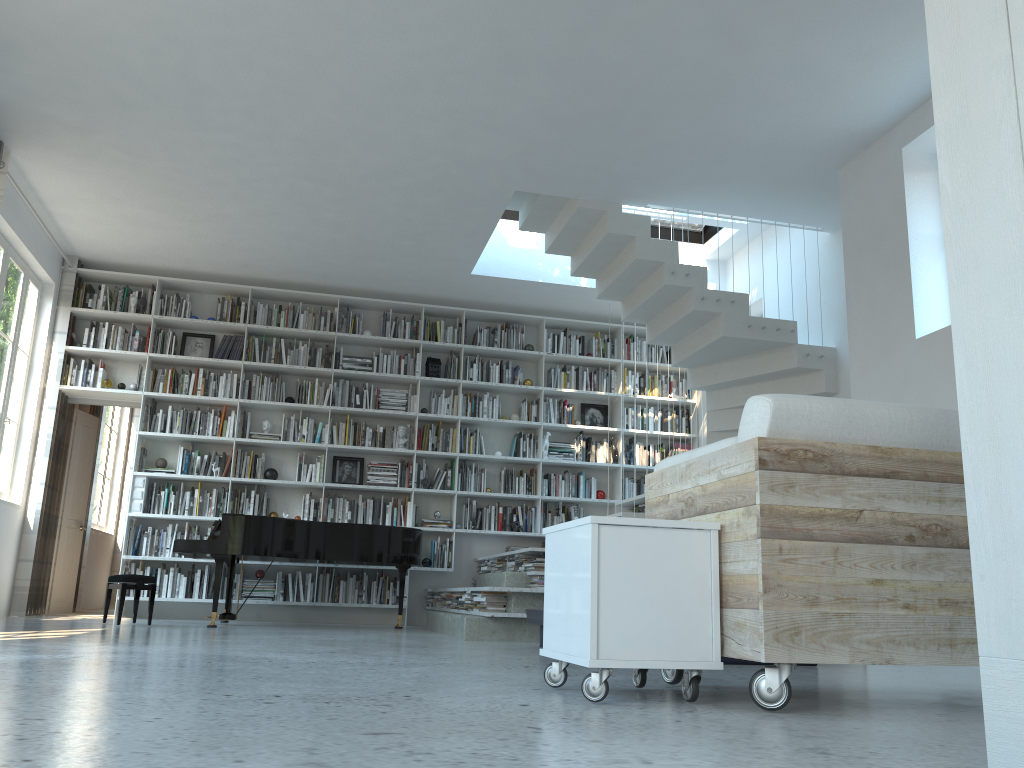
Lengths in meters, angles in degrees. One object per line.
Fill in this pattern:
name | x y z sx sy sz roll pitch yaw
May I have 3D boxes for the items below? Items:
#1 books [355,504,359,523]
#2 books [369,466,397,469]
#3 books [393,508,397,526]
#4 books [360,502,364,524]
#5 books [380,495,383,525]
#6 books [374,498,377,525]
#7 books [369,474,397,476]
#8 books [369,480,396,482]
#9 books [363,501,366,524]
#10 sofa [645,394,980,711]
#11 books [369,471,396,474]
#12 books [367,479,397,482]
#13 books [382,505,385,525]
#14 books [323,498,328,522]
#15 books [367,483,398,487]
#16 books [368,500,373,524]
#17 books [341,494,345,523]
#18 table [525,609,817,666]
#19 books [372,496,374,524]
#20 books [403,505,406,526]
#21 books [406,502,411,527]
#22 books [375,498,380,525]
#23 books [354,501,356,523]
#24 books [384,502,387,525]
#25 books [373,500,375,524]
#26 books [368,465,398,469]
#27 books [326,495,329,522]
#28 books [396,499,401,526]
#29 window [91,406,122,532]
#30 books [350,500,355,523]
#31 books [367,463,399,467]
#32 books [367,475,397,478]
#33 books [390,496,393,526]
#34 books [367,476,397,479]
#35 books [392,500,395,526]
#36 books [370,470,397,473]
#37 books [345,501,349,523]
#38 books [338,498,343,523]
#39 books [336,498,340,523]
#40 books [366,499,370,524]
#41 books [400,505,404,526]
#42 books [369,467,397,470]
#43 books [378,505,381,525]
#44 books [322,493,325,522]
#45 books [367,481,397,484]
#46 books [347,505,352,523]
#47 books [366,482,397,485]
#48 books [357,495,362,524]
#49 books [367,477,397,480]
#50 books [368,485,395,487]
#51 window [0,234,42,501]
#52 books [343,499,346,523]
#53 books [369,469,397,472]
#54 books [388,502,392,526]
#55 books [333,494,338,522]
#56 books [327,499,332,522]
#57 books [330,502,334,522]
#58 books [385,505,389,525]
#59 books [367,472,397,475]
books | -1.491 1.257 8.489 0.023 0.196 0.165 5 -14 -12
books | -1.262 0.826 8.654 0.254 0.012 0.161 6 -14 -16
books | -1.137 1.294 8.565 0.023 0.182 0.169 5 -14 -12
books | -1.447 1.255 8.524 0.025 0.220 0.140 5 -14 -12
books | -1.264 1.230 8.558 0.012 0.296 0.178 5 -14 -12
books | -1.323 1.243 8.543 0.010 0.261 0.181 5 -14 -12
books | -1.263 0.896 8.636 0.254 0.012 0.161 6 -14 -17
books | -1.266 0.954 8.622 0.254 0.012 0.161 6 -14 -17
books | -1.419 1.248 8.524 0.031 0.236 0.159 5 -14 -12
sofa | 1.606 0.590 2.920 2.195 0.852 0.873 5 -14 -12
books | -1.264 0.874 8.645 0.254 0.012 0.161 4 -14 -9
books | -1.268 0.945 8.636 0.285 0.012 0.160 5 -14 -12
books | -1.247 1.274 8.549 0.024 0.206 0.183 5 -14 -12
books | -1.781 1.214 8.449 0.029 0.243 0.154 5 -14 -12
books | -1.267 0.989 8.614 0.285 0.012 0.160 6 -14 -17
books | -1.364 1.245 8.526 0.026 0.244 0.191 5 -14 -12
books | -1.620 1.205 8.474 0.013 0.281 0.166 5 -14 -12
table | 0.836 1.343 4.744 1.270 0.217 1.261 5 -14 -12
books | -1.349 1.233 8.557 0.014 0.285 0.135 5 -13 -12
books | -1.043 1.287 8.591 0.011 0.216 0.166 5 -14 -12
books | -1.009 1.274 8.596 0.033 0.245 0.176 5 -14 -12
books | -1.303 1.241 8.541 0.028 0.264 0.162 5 -14 -12
books | -1.511 1.242 8.501 0.013 0.229 0.139 5 -14 -12
books | -1.230 1.265 8.567 0.014 0.234 0.154 5 -14 -12
books | -1.336 1.249 8.550 0.011 0.251 0.158 5 -14 -12
books | -1.262 0.815 8.661 0.285 0.012 0.160 4 -14 -10
books | -1.759 1.199 8.450 0.011 0.274 0.146 5 -14 -12
books | -1.104 1.257 8.594 0.026 0.271 0.175 5 -14 -12
window | -4.930 0.731 10.599 0.073 2.003 1.988 5 -14 -12
books | -1.529 1.235 8.488 0.029 0.237 0.166 5 -14 -12
books | -1.260 0.802 8.657 0.285 0.012 0.160 6 -14 -17
books | -1.264 0.908 8.632 0.285 0.012 0.160 4 -14 -8
books | -1.170 1.242 8.586 0.014 0.293 0.137 5 -13 -12
books | -1.266 0.921 8.636 0.285 0.012 0.160 4 -14 -10
books | -1.159 1.263 8.592 0.014 0.255 0.145 5 -14 -12
books | -1.263 0.862 8.648 0.254 0.012 0.161 6 -14 -15
books | -1.582 1.239 8.471 0.023 0.217 0.175 5 -14 -12
books | -1.641 1.222 8.468 0.027 0.245 0.179 5 -14 -12
books | -1.669 1.223 8.480 0.024 0.247 0.132 5 -14 -12
books | -1.395 1.245 8.547 0.025 0.254 0.136 5 -14 -12
books | -1.069 1.286 8.584 0.042 0.211 0.169 5 -14 -12
books | -1.263 0.838 8.653 0.254 0.012 0.161 6 -14 -15
books | -1.284 1.277 8.553 0.021 0.202 0.128 5 -14 -12
books | -1.801 1.193 8.452 0.012 0.284 0.160 5 -14 -12
books | -1.266 0.965 8.619 0.285 0.012 0.160 4 -14 -8
books | -1.556 1.257 8.469 0.029 0.183 0.175 5 -14 -12
books | -1.269 0.979 8.625 0.285 0.012 0.160 5 -14 -13
books | -1.468 1.216 8.518 0.026 0.291 0.152 5 -14 -12
books | -1.267 0.933 8.636 0.285 0.012 0.160 5 -14 -11
books | -1.269 1.002 8.618 0.254 0.012 0.161 4 -14 -10
window | -4.025 -0.160 6.828 0.073 2.003 1.988 5 -14 -12
books | -1.608 1.229 8.491 0.021 0.244 0.142 5 -14 -12
books | -1.263 0.850 8.649 0.254 0.012 0.161 6 -14 -16
books | -1.187 1.266 8.564 0.023 0.234 0.175 5 -14 -12
books | -1.695 1.201 8.485 0.027 0.290 0.141 5 -13 -12
books | -1.739 1.218 8.440 0.027 0.233 0.168 5 -14 -12
books | -1.717 1.235 8.454 0.024 0.208 0.170 5 -14 -12
books | -1.210 1.279 8.556 0.023 0.204 0.167 5 -14 -12
books | -1.263 0.884 8.638 0.285 0.012 0.160 4 -14 -8
